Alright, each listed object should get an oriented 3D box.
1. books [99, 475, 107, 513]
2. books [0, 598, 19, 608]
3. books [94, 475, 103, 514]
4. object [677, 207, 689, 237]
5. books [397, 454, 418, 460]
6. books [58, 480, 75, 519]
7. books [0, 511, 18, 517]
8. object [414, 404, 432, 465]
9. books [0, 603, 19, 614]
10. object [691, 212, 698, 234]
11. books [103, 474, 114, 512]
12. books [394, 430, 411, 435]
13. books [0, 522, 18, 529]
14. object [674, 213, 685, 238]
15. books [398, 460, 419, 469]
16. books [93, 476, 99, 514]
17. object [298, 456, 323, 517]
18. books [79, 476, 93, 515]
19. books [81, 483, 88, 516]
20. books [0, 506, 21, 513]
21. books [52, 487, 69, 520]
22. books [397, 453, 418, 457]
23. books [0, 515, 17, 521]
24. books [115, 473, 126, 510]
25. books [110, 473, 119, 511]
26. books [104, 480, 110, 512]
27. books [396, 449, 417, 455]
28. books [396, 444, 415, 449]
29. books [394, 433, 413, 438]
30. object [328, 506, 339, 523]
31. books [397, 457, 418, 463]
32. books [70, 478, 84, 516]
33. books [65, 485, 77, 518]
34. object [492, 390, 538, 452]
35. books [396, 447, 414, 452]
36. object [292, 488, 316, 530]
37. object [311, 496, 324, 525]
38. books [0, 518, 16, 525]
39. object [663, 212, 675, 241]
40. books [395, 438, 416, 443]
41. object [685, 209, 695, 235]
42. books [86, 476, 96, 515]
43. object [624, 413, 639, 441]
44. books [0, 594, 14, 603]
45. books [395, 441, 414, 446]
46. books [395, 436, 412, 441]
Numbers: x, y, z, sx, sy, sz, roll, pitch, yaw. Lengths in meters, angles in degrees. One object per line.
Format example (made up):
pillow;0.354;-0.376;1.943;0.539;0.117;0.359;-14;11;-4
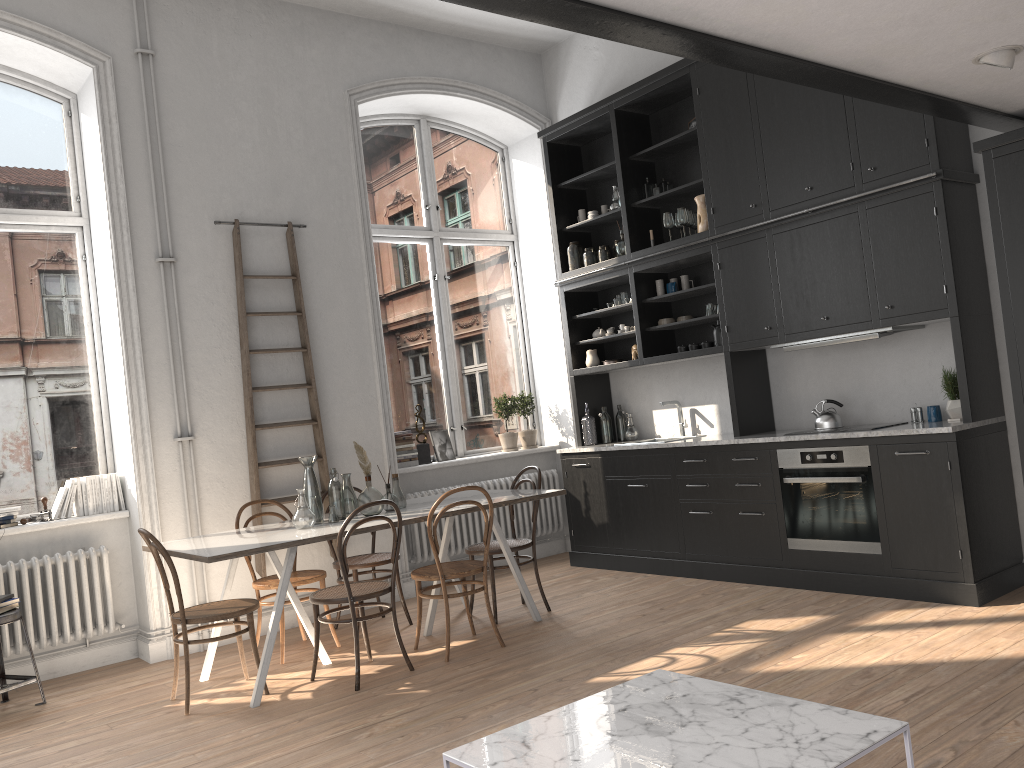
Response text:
books;-2.651;0.707;5.708;0.019;0.243;0.174;-5;-2;-38
books;-2.825;1.202;4.807;0.163;0.029;0.232;-7;-2;23
books;-2.681;0.711;5.713;0.024;0.243;0.175;-5;-2;-38
object;1.228;-1.147;6.351;0.083;0.221;0.083;-7;-2;9
books;-0.901;0.588;7.037;0.249;0.023;0.175;-5;-2;-37
books;-2.812;0.724;5.582;0.100;0.235;0.174;-5;-2;-38
books;-3.100;0.791;5.320;0.155;0.020;0.205;-8;-3;42
object;-0.739;0.407;7.203;0.122;0.488;0.102;-6;-2;-13
books;-2.830;1.228;4.797;0.194;0.034;0.246;-7;-2;2
object;1.356;-1.155;6.557;0.083;0.221;0.083;-6;-2;-6
books;-2.628;0.706;5.754;0.024;0.243;0.175;-5;-2;-38
books;-0.930;0.395;7.064;0.159;0.024;0.201;-8;-3;42
books;-3.111;0.858;5.325;0.221;0.023;0.147;-7;-2;11
object;1.238;-1.143;6.504;0.083;0.221;0.083;-8;-2;44
books;-0.897;0.643;7.035;0.248;0.043;0.192;-5;-2;-38
books;-2.695;0.712;5.696;0.019;0.243;0.174;-5;-2;-38
object;-1.171;0.615;5.173;0.116;0.383;0.116;-6;-2;-27
books;-2.712;0.712;5.649;0.024;0.243;0.175;-5;-2;-38
books;-2.733;0.733;5.644;0.020;0.205;0.155;-5;-2;-38
books;-3.099;0.766;5.348;0.243;0.019;0.174;-5;-2;-28
books;-2.843;0.747;5.561;0.105;0.194;0.155;-5;-2;-39
books;-0.904;0.570;7.055;0.255;0.014;0.193;-5;-2;-35
books;-3.106;0.813;5.327;0.221;0.023;0.147;-6;-2;-22
books;-2.570;0.700;5.771;0.040;0.244;0.174;-5;-2;-38
books;-2.596;0.703;5.753;0.024;0.243;0.175;-5;-2;-38
books;-2.631;0.725;5.723;0.020;0.205;0.155;-5;-2;-38
books;-0.908;0.549;7.056;0.245;0.028;0.194;-5;-3;-43
books;-0.908;0.501;7.064;0.222;0.024;0.158;-5;-2;-38
books;-0.917;0.415;7.060;0.205;0.020;0.155;-5;-2;-38
object;-1.014;0.737;5.018;0.058;0.094;0.058;-6;-2;-10
books;-0.898;0.611;7.036;0.249;0.023;0.175;-5;-3;-42
books;-2.768;0.719;5.644;0.024;0.243;0.175;-5;-2;-38
books;-2.791;0.739;5.598;0.072;0.203;0.155;-5;-2;-38
object;0.032;0.322;7.809;0.234;0.524;0.500;-8;-2;41
books;-0.905;0.523;7.056;0.205;0.022;0.155;-6;-2;-24
object;-1.150;0.685;4.878;0.132;0.219;0.132;-8;-2;41
object;-1.123;0.719;5.056;0.083;0.158;0.083;-5;-2;-42
books;-3.106;0.835;5.326;0.205;0.022;0.155;-6;-2;-18
object;1.147;-1.134;6.454;0.083;0.221;0.083;-6;-2;-6
books;-0.917;0.459;7.055;0.243;0.019;0.174;-5;-2;-38
object;1.288;-1.151;6.439;0.083;0.221;0.083;-5;-2;-39
books;-2.700;0.711;5.670;0.019;0.243;0.174;-5;-2;-38
object;0.968;0.350;7.222;0.132;0.219;0.120;-5;-2;-38
books;-2.827;1.180;4.809;0.147;0.027;0.221;-6;-2;-6
books;-0.910;0.479;7.057;0.205;0.022;0.155;-5;-3;-43
books;-0.926;0.438;7.051;0.231;0.023;0.162;-6;-2;-22
